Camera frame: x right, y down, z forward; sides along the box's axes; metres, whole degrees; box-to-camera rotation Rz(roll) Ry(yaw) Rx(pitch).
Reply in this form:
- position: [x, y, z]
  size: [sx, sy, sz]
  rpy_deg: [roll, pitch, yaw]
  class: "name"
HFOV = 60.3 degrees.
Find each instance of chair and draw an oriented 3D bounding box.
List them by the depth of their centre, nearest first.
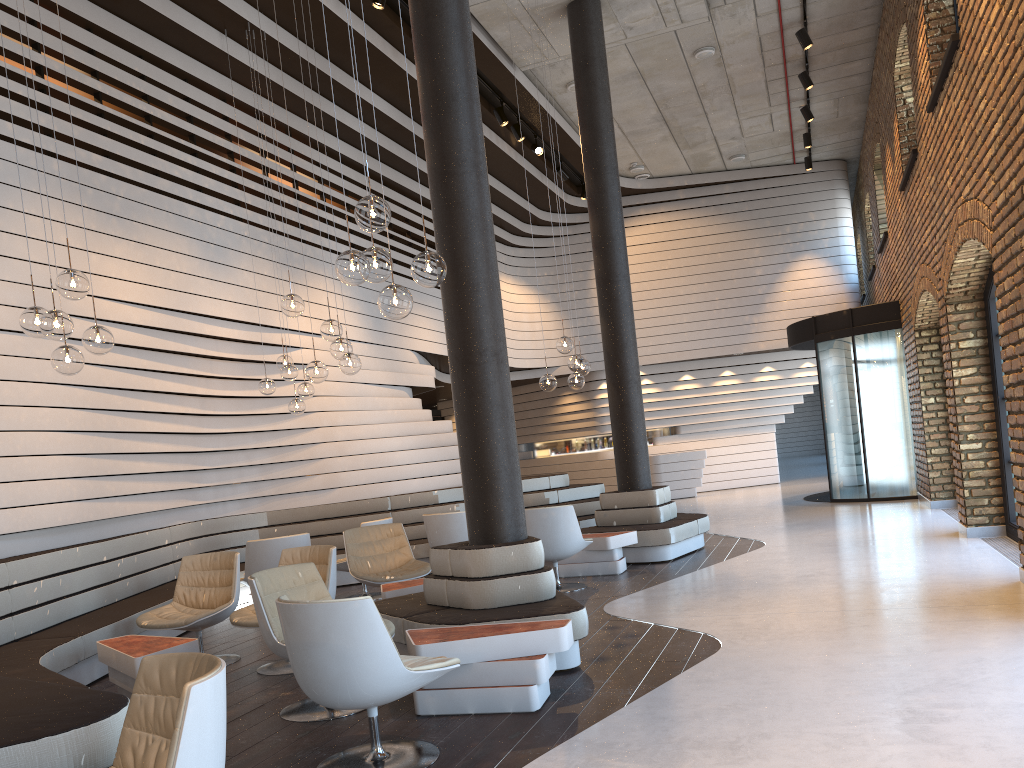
- position: [-1.100, 1.186, 2.383]
  size: [0.703, 0.767, 0.664]
  rpy_deg: [-5, -1, -33]
  class: "chair"
- position: [-0.612, 1.244, 3.792]
  size: [0.664, 0.767, 0.703]
  rpy_deg: [-7, -1, 37]
  class: "chair"
- position: [-1.019, 1.367, 4.771]
  size: [0.716, 0.767, 0.651]
  rpy_deg: [-7, -1, 23]
  class: "chair"
- position: [-1.496, 1.511, 5.925]
  size: [0.664, 0.767, 0.702]
  rpy_deg: [-7, -1, 39]
  class: "chair"
- position: [-2.264, 1.625, 6.296]
  size: [0.663, 0.767, 0.704]
  rpy_deg: [-7, -1, 27]
  class: "chair"
- position: [-1.053, 1.583, 7.445]
  size: [0.650, 0.767, 0.718]
  rpy_deg: [-6, -1, -31]
  class: "chair"
- position: [-2.092, 1.732, 7.883]
  size: [0.650, 0.767, 0.717]
  rpy_deg: [-6, -1, -26]
  class: "chair"
- position: [0.375, 1.464, 7.942]
  size: [0.661, 0.767, 0.705]
  rpy_deg: [-7, -1, 20]
  class: "chair"
- position: [-1.496, 1.732, 8.708]
  size: [0.715, 0.767, 0.652]
  rpy_deg: [-7, -1, 19]
  class: "chair"
- position: [-0.498, 1.624, 8.735]
  size: [0.664, 0.767, 0.703]
  rpy_deg: [-7, -1, 36]
  class: "chair"

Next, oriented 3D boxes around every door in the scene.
- position: [-3.778, 1.593, 12.203]
  size: [0.978, 2.109, 0.161]
  rpy_deg: [-6, 1, 20]
  class: "door"
- position: [6.098, 0.308, 13.758]
  size: [3.233, 2.856, 3.225]
  rpy_deg: [-7, -2, 26]
  class: "door"
- position: [-1.815, 1.855, 22.031]
  size: [1.787, 2.706, 0.078]
  rpy_deg: [-6, 1, 25]
  class: "door"

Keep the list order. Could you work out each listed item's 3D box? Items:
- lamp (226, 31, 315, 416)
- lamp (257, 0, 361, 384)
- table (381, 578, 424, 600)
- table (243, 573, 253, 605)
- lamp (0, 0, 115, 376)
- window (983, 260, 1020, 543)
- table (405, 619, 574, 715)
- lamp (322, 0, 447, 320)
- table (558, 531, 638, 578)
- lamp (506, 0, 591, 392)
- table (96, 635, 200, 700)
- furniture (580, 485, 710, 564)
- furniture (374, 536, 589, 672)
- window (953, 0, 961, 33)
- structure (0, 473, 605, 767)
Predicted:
- position: [-2.398, -2.038, 8.462]
  size: [0.528, 4.722, 0.335]
  rpy_deg: [-7, 2, -18]
  class: "lamp"
- position: [-1.618, -2.371, 6.410]
  size: [0.312, 4.749, 0.655]
  rpy_deg: [-5, 2, 28]
  class: "lamp"
- position: [-0.640, 1.679, 6.727]
  size: [0.896, 0.371, 0.418]
  rpy_deg: [-4, -3, -33]
  class: "table"
- position: [-2.335, 2.050, 9.037]
  size: [0.896, 0.371, 0.418]
  rpy_deg: [-4, -3, -33]
  class: "table"
- position: [-2.636, -2.379, 4.782]
  size: [0.295, 4.682, 0.540]
  rpy_deg: [-6, 2, 14]
  class: "lamp"
- position: [4.087, 0.093, 6.958]
  size: [0.131, 2.538, 2.339]
  rpy_deg: [-6, -1, 19]
  class: "window"
- position: [-0.149, 1.446, 4.477]
  size: [0.910, 0.371, 0.412]
  rpy_deg: [-7, -2, 12]
  class: "table"
- position: [-0.808, -2.636, 4.089]
  size: [0.546, 4.682, 0.292]
  rpy_deg: [-6, 2, 5]
  class: "lamp"
- position: [0.755, 1.677, 8.646]
  size: [0.913, 0.371, 0.410]
  rpy_deg: [-8, -2, 22]
  class: "table"
- position: [0.753, -1.852, 13.919]
  size: [9.100, 4.616, 41.676]
  rpy_deg: [-7, -5, 19]
  class: "lamp"
- position: [-2.158, 1.734, 5.304]
  size: [0.409, 0.370, 0.917]
  rpy_deg: [-5, -4, -38]
  class: "table"
- position: [1.486, 1.488, 9.483]
  size: [1.753, 0.723, 1.290]
  rpy_deg: [-4, -4, -35]
  class: "furniture"
- position: [-0.325, 1.382, 5.637]
  size: [1.269, 0.722, 1.782]
  rpy_deg: [-6, -4, -10]
  class: "furniture"
- position: [3.629, -3.208, 6.901]
  size: [0.126, 1.453, 1.560]
  rpy_deg: [-6, -1, 19]
  class: "window"
- position: [-2.777, 1.521, 5.290]
  size: [5.808, 0.928, 18.130]
  rpy_deg: [-8, -5, 15]
  class: "structure"
